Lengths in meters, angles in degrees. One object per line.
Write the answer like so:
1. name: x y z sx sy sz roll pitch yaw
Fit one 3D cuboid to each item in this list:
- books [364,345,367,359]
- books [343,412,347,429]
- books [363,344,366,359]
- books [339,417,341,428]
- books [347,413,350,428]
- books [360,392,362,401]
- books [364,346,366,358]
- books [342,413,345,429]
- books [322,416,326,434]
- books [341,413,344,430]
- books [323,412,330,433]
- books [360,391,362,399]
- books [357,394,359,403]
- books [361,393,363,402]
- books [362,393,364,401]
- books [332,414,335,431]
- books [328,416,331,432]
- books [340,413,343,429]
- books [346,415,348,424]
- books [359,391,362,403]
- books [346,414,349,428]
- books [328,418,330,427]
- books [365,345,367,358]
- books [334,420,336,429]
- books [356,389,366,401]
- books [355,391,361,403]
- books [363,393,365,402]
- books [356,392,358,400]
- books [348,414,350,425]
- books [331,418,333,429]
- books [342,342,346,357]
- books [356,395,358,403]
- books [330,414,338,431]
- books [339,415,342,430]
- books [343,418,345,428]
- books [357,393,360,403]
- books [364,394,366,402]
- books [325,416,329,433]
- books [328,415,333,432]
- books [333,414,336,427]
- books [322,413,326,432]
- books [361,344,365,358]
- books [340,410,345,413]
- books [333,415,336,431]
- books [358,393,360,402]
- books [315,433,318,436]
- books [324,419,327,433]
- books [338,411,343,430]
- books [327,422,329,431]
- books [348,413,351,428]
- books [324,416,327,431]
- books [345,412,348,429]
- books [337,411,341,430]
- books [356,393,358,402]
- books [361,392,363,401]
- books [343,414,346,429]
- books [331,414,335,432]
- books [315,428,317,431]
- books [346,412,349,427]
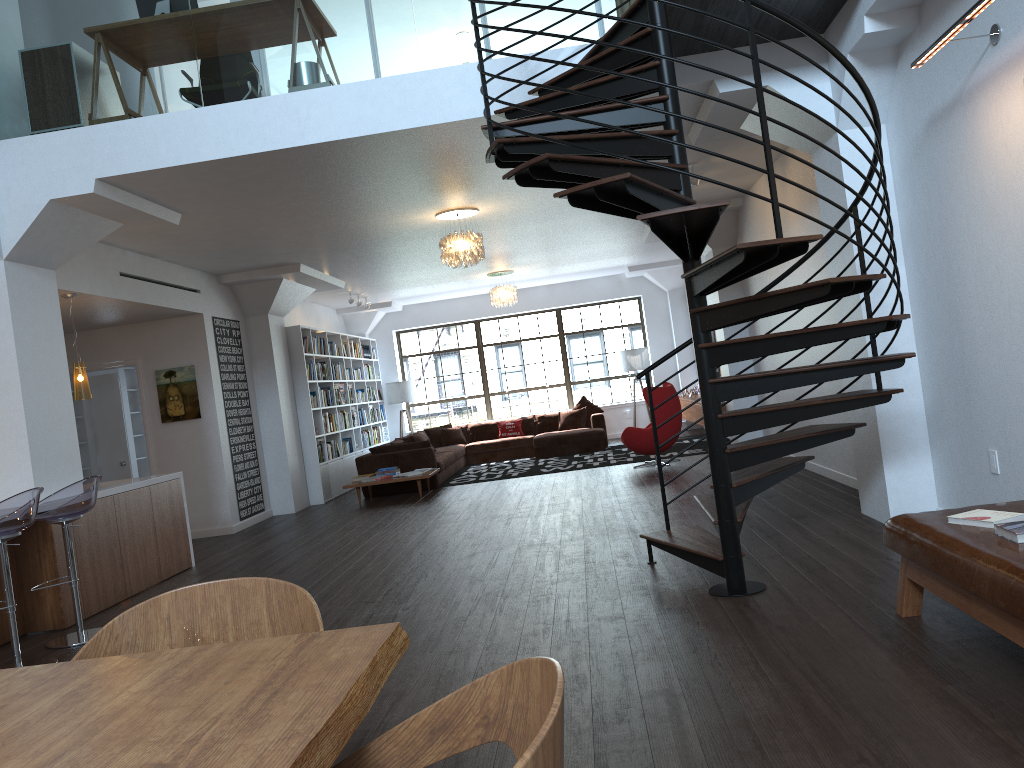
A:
1. books: -2.660 -0.552 15.572 0.183 0.253 0.042 -8 0 4
2. books: -2.631 0.573 13.575 0.183 0.253 0.034 -8 0 4
3. books: -2.664 -0.551 15.485 0.183 0.253 0.042 -8 0 4
4. books: -2.653 0.577 13.273 0.160 0.250 0.026 -8 0 4
5. books: -2.627 0.580 13.795 0.174 0.240 0.045 -8 0 4
6. books: -2.586 0.223 14.799 0.136 0.196 0.045 -8 0 4
7. books: -2.661 -0.552 15.529 0.183 0.253 0.042 -8 0 4
8. books: -2.643 0.578 13.459 0.171 0.246 0.057 -8 0 4
9. books: -2.724 0.586 12.428 0.189 0.247 0.057 -8 0 4
10. books: -2.644 0.575 13.414 0.183 0.253 0.034 -8 0 4
11. books: -2.711 0.563 12.697 0.176 0.290 0.053 -8 0 4
12. books: -2.585 0.221 14.832 0.127 0.200 0.020 -8 0 4
13. books: -2.585 0.244 14.598 0.110 0.153 0.018 -8 0 4
14. books: -2.575 0.231 14.852 0.128 0.178 0.022 -8 0 4
15. books: -2.558 0.241 14.962 0.110 0.153 0.019 -8 0 4
16. books: -2.684 0.579 12.938 0.183 0.253 0.034 -8 0 4
17. books: -2.719 0.590 12.774 0.174 0.240 0.045 -8 0 4
18. books: -2.651 0.575 13.381 0.183 0.253 0.034 -8 0 4
19. books: -2.626 0.574 13.700 0.160 0.250 0.026 -8 0 4
20. books: -2.586 0.225 14.758 0.139 0.191 0.036 -8 0 4
21. books: -2.623 0.588 13.726 0.161 0.223 0.027 -8 0 4
22. books: -2.702 0.596 12.737 0.161 0.223 0.026 -8 0 4
23. books: -2.654 -0.553 15.616 0.183 0.253 0.042 -8 0 4
24. books: -2.689 0.586 13.011 0.174 0.240 0.045 -8 0 4
25. books: -2.567 0.203 15.086 0.140 0.231 0.042 -8 0 4
26. books: -2.594 0.219 14.718 0.140 0.206 0.042 -8 0 4
27. books: -2.559 0.235 15.000 0.120 0.167 0.020 -8 0 4
28. books: -2.603 0.234 14.563 0.128 0.178 0.021 -8 0 4
29. books: -2.613 0.586 13.829 0.161 0.223 0.026 -8 0 4
30. books: -2.694 0.591 12.870 0.168 0.231 0.037 -8 0 4
31. books: -2.755 -0.531 14.103 0.174 0.236 0.136 -8 0 4
32. books: -2.601 0.234 14.513 0.128 0.178 0.020 -8 0 4
33. books: -2.674 0.577 13.074 0.183 0.253 0.034 -8 0 4
34. books: -2.646 0.590 13.298 0.161 0.223 0.026 -8 0 4
35. books: -2.637 0.589 13.501 0.161 0.223 0.027 -8 0 4
36. books: -2.585 0.238 14.634 0.120 0.167 0.019 -8 0 4
37. books: -2.549 0.233 15.051 0.107 0.167 0.017 -8 0 4
38. books: -2.712 0.586 12.615 0.171 0.246 0.057 -8 0 4
39. books: -2.693 0.583 12.823 0.171 0.246 0.057 -8 0 4
40. books: -2.679 0.580 13.045 0.160 0.250 0.026 -8 0 4
41. books: -2.707 0.558 12.477 0.140 0.298 0.044 -8 0 4
42. books: -2.673 -0.550 15.442 0.183 0.253 0.042 -8 0 4
43. books: -2.640 0.556 13.610 0.176 0.290 0.036 -8 0 4
44. books: -2.685 0.579 12.972 0.183 0.253 0.034 -8 0 4
45. books: -2.577 0.239 14.659 0.106 0.162 0.030 -8 0 4
46. books: -2.758 0.698 12.107 0.197 0.035 0.284 -8 0 -6
47. books: -2.703 0.604 12.524 0.144 0.207 0.048 -8 0 4
48. books: -2.657 0.558 13.338 0.176 0.290 0.053 -8 0 4
49. books: -2.707 0.597 12.657 0.161 0.223 0.027 -8 0 4
50. books: -2.622 0.584 13.862 0.168 0.231 0.037 -8 0 4
51. books: -2.718 0.589 12.568 0.159 0.241 0.038 -8 0 4
52. books: -2.633 0.571 13.658 0.180 0.259 0.060 -8 0 4
53. books: -2.673 0.562 13.228 0.198 0.284 0.066 -8 0 4
54. books: -2.607 0.231 14.539 0.134 0.184 0.029 -8 0 4
55. books: -2.575 0.231 14.874 0.128 0.178 0.021 -8 0 4
56. books: -2.644 0.582 13.536 0.174 0.240 0.045 -8 0 4
57. books: -2.690 0.580 12.905 0.183 0.253 0.034 -8 0 4
58. books: -2.770 0.632 12.102 0.174 0.032 0.254 -8 0 -1
59. books: -2.631 0.574 13.756 0.183 0.253 0.034 -8 0 4
